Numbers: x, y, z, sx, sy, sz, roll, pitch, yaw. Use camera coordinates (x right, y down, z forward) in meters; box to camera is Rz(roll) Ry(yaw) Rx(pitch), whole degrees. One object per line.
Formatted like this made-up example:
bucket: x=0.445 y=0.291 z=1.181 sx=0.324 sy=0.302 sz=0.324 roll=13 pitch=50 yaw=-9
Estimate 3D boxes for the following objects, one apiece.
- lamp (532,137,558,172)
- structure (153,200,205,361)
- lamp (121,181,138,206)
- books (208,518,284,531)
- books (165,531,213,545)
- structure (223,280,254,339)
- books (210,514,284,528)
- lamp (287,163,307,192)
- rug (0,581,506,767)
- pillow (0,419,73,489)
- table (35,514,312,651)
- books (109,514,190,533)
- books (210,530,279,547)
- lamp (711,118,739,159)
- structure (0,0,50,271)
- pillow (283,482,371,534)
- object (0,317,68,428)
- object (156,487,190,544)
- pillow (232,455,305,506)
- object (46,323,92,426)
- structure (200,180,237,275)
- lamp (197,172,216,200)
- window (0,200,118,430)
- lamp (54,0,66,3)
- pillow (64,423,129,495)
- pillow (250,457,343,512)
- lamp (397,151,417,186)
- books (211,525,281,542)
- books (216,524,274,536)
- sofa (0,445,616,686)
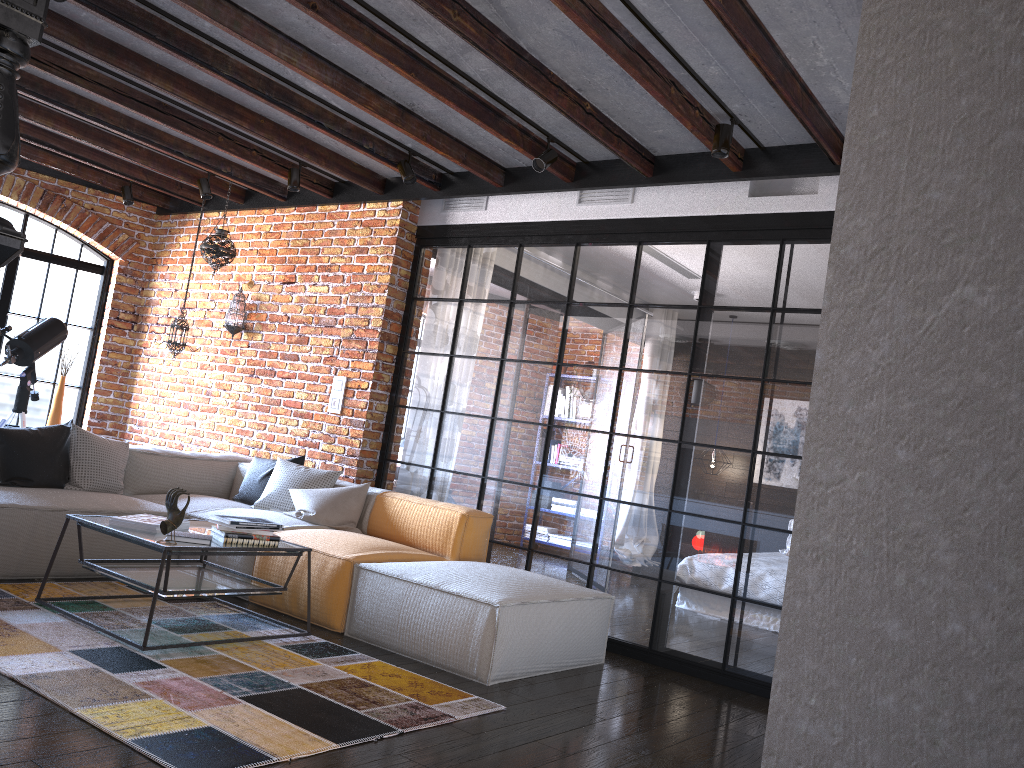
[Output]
lamp: x=0.183 y=-1.240 z=4.815 sx=0.082 sy=0.207 sz=0.159 roll=6 pitch=-5 yaw=36
structure: x=-2.504 y=-0.885 z=6.911 sx=0.338 sy=1.436 sz=0.389 roll=6 pitch=-5 yaw=37
lamp: x=-3.147 y=-1.565 z=7.268 sx=0.134 sy=0.208 sz=0.093 roll=8 pitch=-5 yaw=12
books: x=-1.188 y=0.629 z=3.967 sx=0.196 sy=0.014 sz=0.268 roll=6 pitch=-6 yaw=35
books: x=-1.351 y=0.643 z=3.717 sx=0.182 sy=0.029 sz=0.129 roll=10 pitch=-5 yaw=-16
structure: x=-2.105 y=-0.579 z=6.808 sx=0.169 sy=0.482 sz=0.169 roll=6 pitch=-5 yaw=36
books: x=-1.186 y=0.614 z=3.969 sx=0.268 sy=0.014 sz=0.196 roll=13 pitch=-6 yaw=-42
lamp: x=-1.473 y=-1.408 z=6.034 sx=0.113 sy=0.194 sz=0.085 roll=8 pitch=-4 yaw=7
rug: x=-1.369 y=1.048 z=3.556 sx=2.363 sy=0.013 sz=1.433 roll=6 pitch=-6 yaw=36
pillow: x=-2.626 y=0.380 z=4.929 sx=0.238 sy=0.417 sz=0.539 roll=7 pitch=-5 yaw=26
table: x=-1.465 y=0.854 z=3.960 sx=0.848 sy=0.388 sz=0.843 roll=6 pitch=-6 yaw=36
books: x=-1.609 y=0.619 z=3.951 sx=0.225 sy=0.038 sz=0.309 roll=9 pitch=-5 yaw=6
books: x=-1.196 y=0.690 z=3.960 sx=0.248 sy=0.024 sz=0.209 roll=12 pitch=-6 yaw=-34
lamp: x=1.015 y=-1.170 z=4.204 sx=0.114 sy=0.184 sz=0.082 roll=9 pitch=-4 yaw=1
structure: x=-0.068 y=0.225 z=5.697 sx=0.481 sy=2.392 sz=8.520 roll=8 pitch=-5 yaw=17
pillow: x=-1.097 y=0.703 z=5.241 sx=0.485 sy=0.314 sz=0.358 roll=10 pitch=-5 yaw=-11
object: x=-3.681 y=0.184 z=6.490 sx=0.570 sy=1.471 sz=0.616 roll=11 pitch=-5 yaw=-27
object: x=-1.363 y=0.530 z=3.583 sx=0.099 sy=0.222 sz=0.093 roll=10 pitch=-5 yaw=-14
pillow: x=-1.588 y=0.624 z=5.760 sx=0.510 sy=0.400 sz=0.263 roll=6 pitch=-5 yaw=30
object: x=-3.699 y=-0.054 z=7.423 sx=0.270 sy=1.053 sz=0.299 roll=12 pitch=-5 yaw=-33
structure: x=-2.162 y=-1.192 z=6.638 sx=0.265 sy=0.778 sz=0.273 roll=10 pitch=-5 yaw=-14
lamp: x=-2.297 y=-1.482 z=6.639 sx=0.133 sy=0.208 sz=0.090 roll=9 pitch=-4 yaw=4
window: x=-4.782 y=-0.708 z=6.959 sx=3.295 sy=2.232 sz=0.177 roll=12 pitch=-5 yaw=-36
lamp: x=-1.871 y=-1.665 z=3.672 sx=0.092 sy=0.201 sz=0.162 roll=12 pitch=-6 yaw=-37
pillow: x=-2.413 y=0.449 z=5.185 sx=0.250 sy=0.402 sz=0.544 roll=8 pitch=-5 yaw=19
pillow: x=-1.349 y=0.657 z=5.515 sx=0.495 sy=0.354 sz=0.293 roll=7 pitch=-5 yaw=22
lamp: x=-0.636 y=-1.317 z=5.432 sx=0.150 sy=0.210 sz=0.094 roll=6 pitch=-6 yaw=38
books: x=-1.191 y=0.668 z=3.963 sx=0.251 sy=0.023 sz=0.209 roll=12 pitch=-6 yaw=-34
books: x=-1.200 y=0.647 z=3.984 sx=0.239 sy=0.022 sz=0.190 roll=11 pitch=-5 yaw=-19
sofa: x=-1.453 y=0.795 z=4.573 sx=3.299 sy=0.697 sz=2.538 roll=6 pitch=-6 yaw=36
